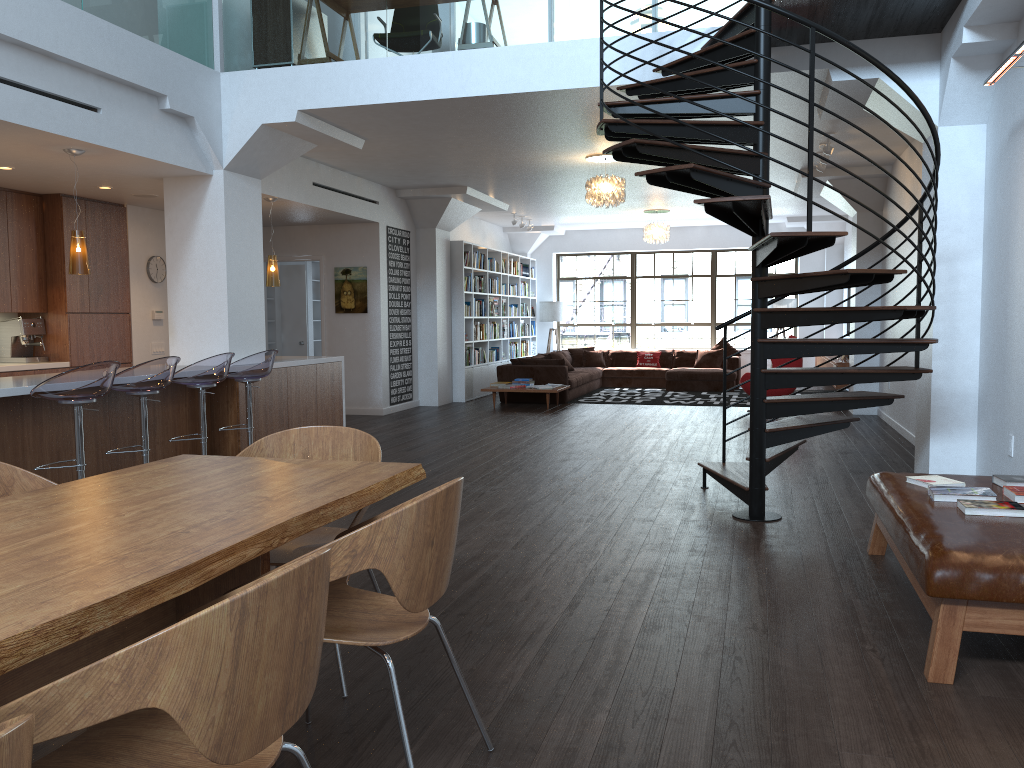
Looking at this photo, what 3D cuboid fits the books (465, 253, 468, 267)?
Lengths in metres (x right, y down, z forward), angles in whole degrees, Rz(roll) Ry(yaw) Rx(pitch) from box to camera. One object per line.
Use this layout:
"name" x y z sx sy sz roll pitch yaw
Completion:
"books" -0.754 -1.883 13.475 0.161 0.218 0.101 1 4 15

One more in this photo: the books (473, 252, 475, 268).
"books" -0.664 -1.923 13.812 0.170 0.251 0.118 1 4 15

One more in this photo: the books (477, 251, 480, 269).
"books" -0.617 -1.957 14.008 0.197 0.290 0.136 1 4 15

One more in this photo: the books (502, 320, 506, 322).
"books" -0.210 -1.102 15.525 0.185 0.041 0.129 2 5 30

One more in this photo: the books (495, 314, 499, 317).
"books" -0.332 -1.164 15.089 0.171 0.039 0.246 1 4 15

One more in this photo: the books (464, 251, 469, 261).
"books" -0.742 -1.903 13.538 0.159 0.248 0.089 1 4 15

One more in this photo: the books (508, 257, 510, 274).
"books" -0.115 -2.094 15.737 0.140 0.298 0.044 1 4 15

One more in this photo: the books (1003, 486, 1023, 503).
"books" 2.294 0.481 3.813 0.283 0.043 0.197 1 4 15

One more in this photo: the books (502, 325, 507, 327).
"books" -0.217 -1.018 15.548 0.223 0.032 0.161 1 4 15

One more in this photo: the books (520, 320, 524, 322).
"books" 0.090 -1.183 16.613 0.224 0.030 0.161 2 5 25

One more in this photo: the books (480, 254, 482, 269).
"books" -0.573 -1.946 14.105 0.182 0.253 0.098 1 4 15

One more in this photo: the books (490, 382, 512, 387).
"books" -0.151 0.003 12.986 0.241 0.045 0.334 1 4 17

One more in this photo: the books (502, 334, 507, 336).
"books" -0.230 -0.861 15.554 0.251 0.037 0.160 1 4 20

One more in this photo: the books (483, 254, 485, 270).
"books" -0.527 -1.962 14.288 0.182 0.255 0.077 1 4 15

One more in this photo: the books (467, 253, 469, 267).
"books" -0.742 -1.888 13.507 0.161 0.222 0.084 1 4 15

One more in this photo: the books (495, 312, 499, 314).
"books" -0.335 -1.203 15.085 0.160 0.039 0.251 1 4 20

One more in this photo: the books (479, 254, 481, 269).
"books" -0.584 -1.942 14.074 0.159 0.248 0.089 1 4 15

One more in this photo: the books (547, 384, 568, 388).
"books" 0.622 0.017 12.764 0.256 0.035 0.350 3 6 41

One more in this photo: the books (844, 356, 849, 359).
"books" 5.030 -0.407 13.166 0.250 0.053 0.400 1 4 15

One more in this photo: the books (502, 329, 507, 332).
"books" -0.218 -0.943 15.555 0.231 0.044 0.168 0 4 10

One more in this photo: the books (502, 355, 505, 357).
"books" -0.268 -0.488 15.558 0.284 0.033 0.197 0 4 0

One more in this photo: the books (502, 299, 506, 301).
"books" -0.238 -1.464 15.414 0.224 0.030 0.161 2 5 25

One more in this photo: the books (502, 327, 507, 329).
"books" -0.225 -0.983 15.546 0.253 0.040 0.183 1 4 15

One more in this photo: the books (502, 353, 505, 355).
"books" -0.271 -0.521 15.560 0.254 0.032 0.174 1 4 20

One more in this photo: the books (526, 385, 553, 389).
"books" 0.381 0.040 12.475 0.231 0.040 0.342 -3 5 -34

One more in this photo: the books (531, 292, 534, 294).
"books" 0.283 -1.780 17.347 0.174 0.032 0.254 -4 5 -39

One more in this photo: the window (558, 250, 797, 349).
"window" 3.181 -1.642 17.516 4.648 1.905 0.114 1 4 15

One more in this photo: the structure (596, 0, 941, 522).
"structure" 1.518 -1.339 5.403 1.998 4.352 1.998 -2 5 -24

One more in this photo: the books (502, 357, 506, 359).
"books" -0.267 -0.454 15.561 0.284 0.035 0.197 1 4 15

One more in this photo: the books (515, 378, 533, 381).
"books" 0.171 -0.061 12.955 0.224 0.027 0.157 1 4 20

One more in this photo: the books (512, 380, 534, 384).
"books" 0.167 -0.030 12.961 0.279 0.035 0.191 2 5 25

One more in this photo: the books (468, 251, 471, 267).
"books" -0.729 -1.908 13.579 0.170 0.251 0.118 1 4 15

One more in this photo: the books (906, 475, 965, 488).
"books" 1.995 0.463 4.185 0.161 0.031 0.223 -1 4 -7

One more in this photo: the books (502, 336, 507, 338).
"books" -0.228 -0.824 15.553 0.246 0.038 0.171 1 4 15

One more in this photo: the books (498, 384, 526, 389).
"books" -0.004 0.036 12.591 0.236 0.035 0.340 3 6 40

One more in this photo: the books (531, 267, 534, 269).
"books" 0.366 -2.194 17.490 0.140 0.231 0.042 1 4 15

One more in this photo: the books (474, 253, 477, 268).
"books" -0.647 -1.923 13.863 0.174 0.242 0.105 1 4 15

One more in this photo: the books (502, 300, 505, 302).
"books" -0.240 -1.434 15.408 0.223 0.031 0.161 1 4 15

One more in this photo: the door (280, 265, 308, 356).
"door" -3.332 -0.695 12.834 0.826 2.032 0.174 1 4 15

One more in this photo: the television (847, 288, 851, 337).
"television" 5.301 -1.142 13.841 0.013 0.816 1.324 1 4 15

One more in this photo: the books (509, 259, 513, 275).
"books" -0.077 -2.107 15.954 0.176 0.290 0.053 1 4 15

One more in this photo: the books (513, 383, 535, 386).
"books" 0.171 0.006 12.958 0.312 0.037 0.216 0 4 5

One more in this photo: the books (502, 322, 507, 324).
"books" -0.205 -1.070 15.533 0.208 0.024 0.144 1 4 20

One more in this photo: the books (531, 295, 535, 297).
"books" 0.282 -1.714 17.357 0.197 0.035 0.284 -5 6 -44

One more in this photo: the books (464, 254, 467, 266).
"books" -0.779 -1.874 13.415 0.167 0.210 0.162 1 4 15

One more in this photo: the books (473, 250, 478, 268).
"books" -0.629 -1.954 13.947 0.176 0.293 0.125 1 4 15

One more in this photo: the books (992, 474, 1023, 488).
"books" 2.397 0.459 4.115 0.254 0.044 0.183 0 4 10

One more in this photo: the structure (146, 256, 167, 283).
"structure" -3.982 -1.284 9.941 0.040 0.300 0.300 1 4 15

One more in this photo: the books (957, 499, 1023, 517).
"books" 1.943 0.503 3.594 0.224 0.032 0.161 1 4 15

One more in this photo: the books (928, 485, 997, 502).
"books" 1.958 0.481 3.864 0.247 0.040 0.185 1 4 19

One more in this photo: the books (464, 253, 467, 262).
"books" -0.795 -1.870 13.325 0.182 0.215 0.188 1 4 15

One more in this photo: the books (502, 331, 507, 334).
"books" -0.228 -0.902 15.575 0.259 0.040 0.180 1 4 15
